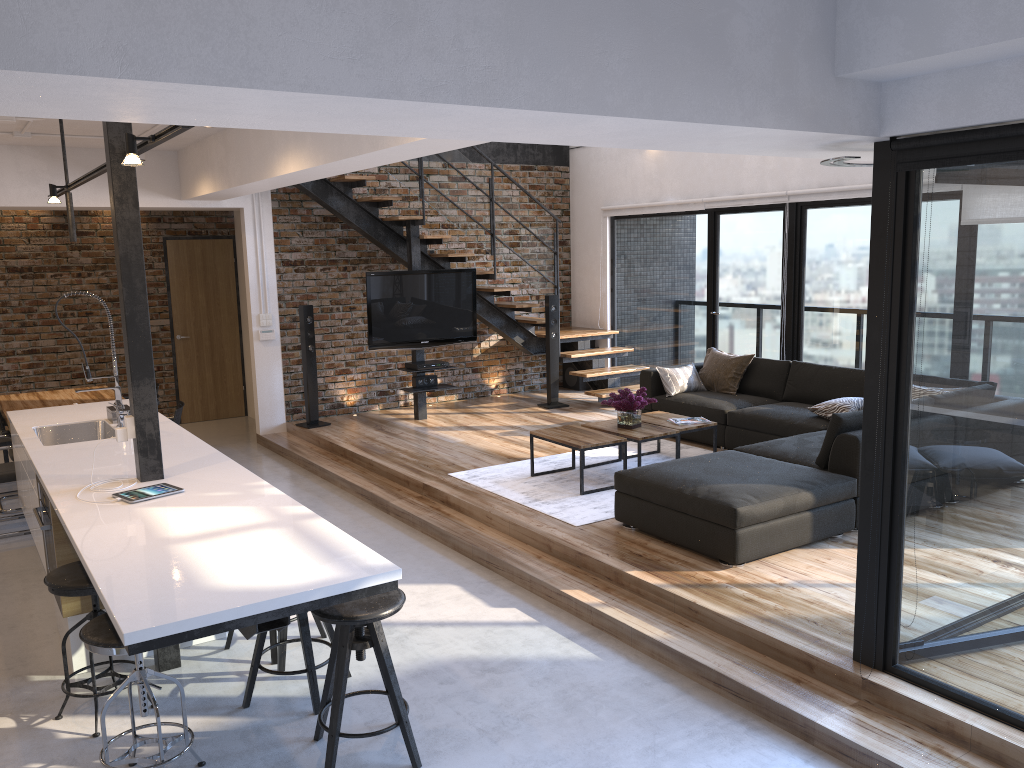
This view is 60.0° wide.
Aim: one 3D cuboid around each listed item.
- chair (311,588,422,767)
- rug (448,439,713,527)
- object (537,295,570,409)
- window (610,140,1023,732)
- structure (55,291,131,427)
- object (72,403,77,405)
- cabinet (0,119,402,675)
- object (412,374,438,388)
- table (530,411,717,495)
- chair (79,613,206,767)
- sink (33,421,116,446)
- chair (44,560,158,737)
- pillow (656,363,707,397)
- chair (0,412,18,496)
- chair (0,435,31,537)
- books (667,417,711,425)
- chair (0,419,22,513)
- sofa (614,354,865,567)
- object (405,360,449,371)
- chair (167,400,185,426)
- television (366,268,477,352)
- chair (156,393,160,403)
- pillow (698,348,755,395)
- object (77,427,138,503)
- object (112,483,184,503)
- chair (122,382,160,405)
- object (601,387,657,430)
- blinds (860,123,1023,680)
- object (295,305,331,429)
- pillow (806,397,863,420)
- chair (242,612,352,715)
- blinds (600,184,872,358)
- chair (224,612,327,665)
[{"bbox_3d":[-0.567,1.104,3.354,0.366,0.632,0.366,-4,10,-18],"label":"chair"},{"bbox_3d":[0.835,0.676,6.690,2.111,0.003,1.634,-7,10,-32],"label":"rug"},{"bbox_3d":[0.434,-0.351,9.542,0.271,1.209,0.270,-6,11,-27],"label":"object"},{"bbox_3d":[0.961,-2.014,7.162,5.658,5.581,13.377,-7,10,-32],"label":"window"},{"bbox_3d":[-2.367,-0.156,5.289,0.392,0.815,0.506,0,9,6],"label":"structure"},{"bbox_3d":[-3.195,0.183,6.514,0.086,0.086,0.097,-7,10,-29],"label":"object"},{"bbox_3d":[-3.185,-0.205,4.947,2.471,2.879,9.101,-7,10,-32],"label":"cabinet"},{"bbox_3d":[-0.878,-0.027,8.939,0.247,0.112,0.088,-7,11,-32],"label":"object"},{"bbox_3d":[0.859,0.498,6.686,1.297,0.351,0.696,-7,10,-32],"label":"table"},{"bbox_3d":[-1.321,1.146,3.173,0.358,0.637,0.355,1,9,12],"label":"chair"},{"bbox_3d":[-2.543,0.387,5.193,0.406,0.203,0.705,-7,10,-32],"label":"sink"},{"bbox_3d":[-1.722,1.076,3.704,0.357,0.637,0.356,5,11,35],"label":"chair"},{"bbox_3d":[1.550,-0.037,8.070,0.498,0.266,0.212,-7,11,-32],"label":"pillow"},{"bbox_3d":[-4.243,0.504,7.454,0.539,0.770,0.519,-8,12,-37],"label":"chair"},{"bbox_3d":[-3.686,0.666,6.288,0.540,0.770,0.519,-7,11,-32],"label":"chair"},{"bbox_3d":[1.359,0.284,6.804,0.295,0.013,0.228,-3,9,-12],"label":"books"},{"bbox_3d":[-3.791,0.561,7.002,0.540,0.770,0.519,-7,11,-32],"label":"chair"},{"bbox_3d":[1.582,0.314,6.629,2.996,0.702,3.039,-7,10,-32],"label":"sofa"},{"bbox_3d":[-0.844,-0.187,8.842,0.360,0.058,0.274,-7,10,-32],"label":"object"},{"bbox_3d":[-2.782,0.556,6.870,0.540,0.770,0.518,-4,10,-18],"label":"chair"},{"bbox_3d":[-0.896,-0.735,8.790,1.206,0.785,0.136,-7,11,-32],"label":"television"},{"bbox_3d":[-3.186,0.489,7.378,0.540,0.770,0.519,-7,11,-32],"label":"chair"},{"bbox_3d":[1.913,-0.119,8.114,0.265,0.383,0.608,-7,11,-32],"label":"pillow"},{"bbox_3d":[-1.757,0.339,3.807,0.214,0.247,0.416,-3,9,-12],"label":"object"},{"bbox_3d":[-1.538,0.462,3.751,0.187,0.013,0.240,6,12,42],"label":"object"},{"bbox_3d":[-3.457,0.396,8.040,0.539,0.770,0.519,-8,12,-37],"label":"chair"},{"bbox_3d":[0.878,0.156,6.625,0.374,0.344,0.341,-7,11,-31],"label":"object"},{"bbox_3d":[2.247,0.129,3.237,1.828,2.057,3.851,0,9,11],"label":"blinds"},{"bbox_3d":[-2.008,-0.178,8.800,0.270,1.209,0.270,-10,13,-42],"label":"object"},{"bbox_3d":[2.559,0.194,6.769,0.530,0.178,0.355,-7,11,-34],"label":"pillow"},{"bbox_3d":[-0.946,1.039,3.849,0.365,0.632,0.364,1,9,12],"label":"chair"},{"bbox_3d":[2.501,-0.720,8.103,0.095,2.049,5.361,-7,11,-32],"label":"blinds"},{"bbox_3d":[-1.175,0.970,4.342,0.366,0.632,0.366,4,11,32],"label":"chair"}]
